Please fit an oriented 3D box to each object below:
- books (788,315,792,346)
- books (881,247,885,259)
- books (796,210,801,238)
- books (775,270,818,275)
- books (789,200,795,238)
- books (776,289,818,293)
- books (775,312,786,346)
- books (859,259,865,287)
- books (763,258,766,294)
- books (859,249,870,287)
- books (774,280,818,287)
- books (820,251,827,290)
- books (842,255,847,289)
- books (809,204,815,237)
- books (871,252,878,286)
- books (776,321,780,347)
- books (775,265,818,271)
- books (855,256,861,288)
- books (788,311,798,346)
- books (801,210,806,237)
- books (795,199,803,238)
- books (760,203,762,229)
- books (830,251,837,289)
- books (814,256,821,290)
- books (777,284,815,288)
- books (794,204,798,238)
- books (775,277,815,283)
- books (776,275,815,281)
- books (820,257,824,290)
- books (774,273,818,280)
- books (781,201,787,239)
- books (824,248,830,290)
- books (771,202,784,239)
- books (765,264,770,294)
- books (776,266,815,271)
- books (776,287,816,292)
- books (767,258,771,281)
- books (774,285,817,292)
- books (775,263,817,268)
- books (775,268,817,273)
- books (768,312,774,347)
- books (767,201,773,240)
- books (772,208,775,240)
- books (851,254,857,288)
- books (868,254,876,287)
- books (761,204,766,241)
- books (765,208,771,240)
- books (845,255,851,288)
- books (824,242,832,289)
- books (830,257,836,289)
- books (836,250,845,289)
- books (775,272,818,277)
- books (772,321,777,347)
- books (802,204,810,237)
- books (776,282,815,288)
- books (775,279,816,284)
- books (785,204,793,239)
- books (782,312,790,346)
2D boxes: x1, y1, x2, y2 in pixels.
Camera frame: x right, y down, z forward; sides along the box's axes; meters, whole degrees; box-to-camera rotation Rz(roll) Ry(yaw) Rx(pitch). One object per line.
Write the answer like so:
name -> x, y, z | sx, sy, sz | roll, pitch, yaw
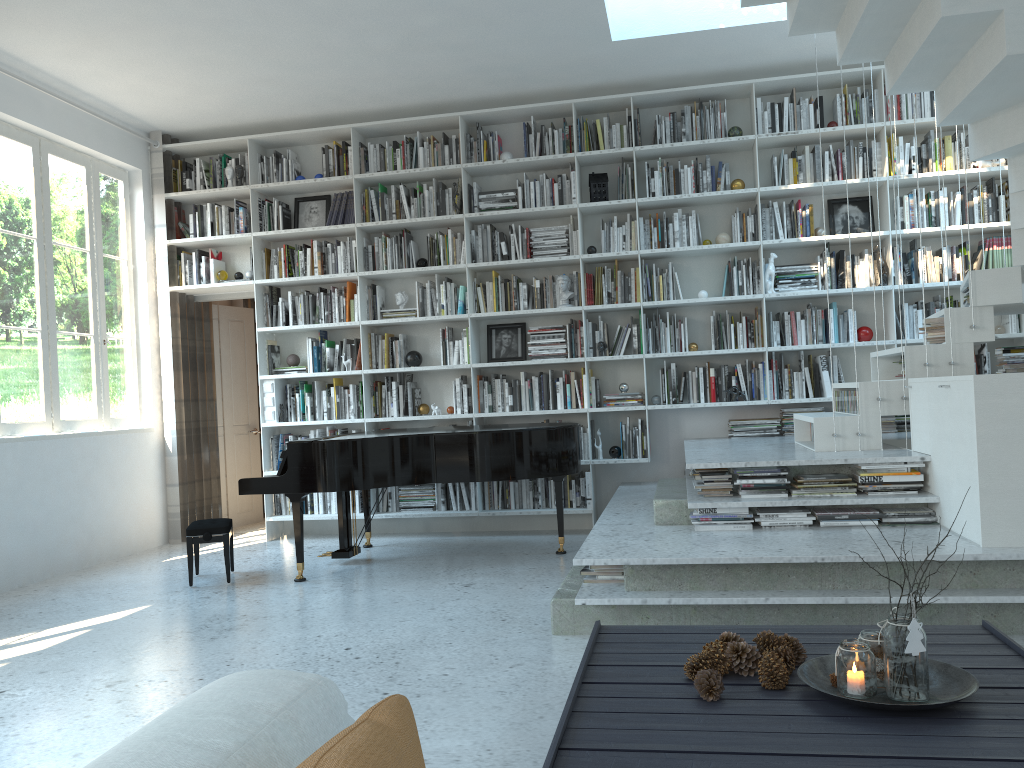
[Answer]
books -> 1.959, -0.372, 6.280 | 0.011, 0.223, 0.163 | -3, 0, 11
books -> 2.600, -0.803, 6.186 | 0.029, 0.283, 0.138 | -3, 0, 11
books -> 2.014, -1.104, 6.258 | 0.013, 0.207, 0.189 | -3, -1, 11
books -> 2.004, -0.782, 6.277 | 0.285, 0.012, 0.159 | -3, -1, 6
books -> 1.983, -1.142, 6.277 | 0.012, 0.287, 0.176 | -3, 0, 11
books -> 2.008, -0.649, 6.279 | 0.285, 0.012, 0.159 | -3, -1, 15
books -> 1.907, -0.380, 6.291 | 0.047, 0.244, 0.177 | -3, 0, 11
books -> 2.440, -0.760, 6.208 | 0.025, 0.213, 0.155 | -3, 0, 11
books -> 1.790, -0.755, 6.335 | 0.028, 0.270, 0.128 | -3, 0, 11
books -> 2.457, -0.790, 6.180 | 0.021, 0.271, 0.191 | -3, 0, 11
books -> 2.007, -0.709, 6.284 | 0.285, 0.012, 0.159 | -3, -1, 9
books -> 2.199, -0.783, 6.252 | 0.012, 0.285, 0.159 | -3, 0, 11
books -> 2.334, -0.786, 6.239 | 0.010, 0.278, 0.129 | -3, 0, 11
books -> 2.101, -1.127, 6.247 | 0.026, 0.243, 0.178 | -3, 0, 11
books -> 2.523, -0.785, 6.185 | 0.024, 0.255, 0.145 | -3, 0, 11
books -> 1.883, -0.349, 6.299 | 0.022, 0.184, 0.162 | -3, -1, 11
books -> 2.004, -0.818, 6.284 | 0.285, 0.012, 0.159 | -3, -1, 9
books -> 2.414, -0.769, 6.220 | 0.028, 0.235, 0.129 | -3, 0, 11
books -> 1.984, -0.385, 6.270 | 0.045, 0.246, 0.185 | -3, -1, 11
books -> 2.054, -1.109, 6.266 | 0.033, 0.213, 0.152 | -3, 0, 11
books -> 2.028, -1.143, 6.267 | 0.014, 0.285, 0.175 | -3, 0, 11
books -> 1.765, -1.130, 6.320 | 0.012, 0.285, 0.159 | -3, 0, 11
books -> 2.262, -0.784, 6.238 | 0.013, 0.280, 0.131 | -3, 0, 11
books -> 2.156, -0.766, 6.250 | 0.012, 0.254, 0.161 | -3, 0, 11
books -> 2.006, -0.685, 6.280 | 0.254, 0.012, 0.161 | -3, -1, 15
books -> 2.002, -1.133, 6.287 | 0.020, 0.267, 0.152 | -3, 0, 11
books -> 2.006, -0.734, 6.288 | 0.254, 0.012, 0.161 | -3, -1, 11
books -> 2.006, -0.746, 6.277 | 0.254, 0.012, 0.161 | -3, -1, 16
books -> 2.176, -0.763, 6.264 | 0.023, 0.247, 0.138 | -3, 0, 11
books -> 2.006, -0.758, 6.281 | 0.285, 0.012, 0.159 | -3, -1, 8
books -> 1.932, -1.138, 6.301 | 0.012, 0.285, 0.159 | -3, 0, 11
books -> 2.205, -0.792, 6.224 | 0.011, 0.300, 0.184 | -3, 0, 11
books -> 1.889, -1.138, 6.303 | 0.065, 0.289, 0.146 | -3, 0, 11
books -> 1.812, -0.732, 6.296 | 0.027, 0.221, 0.184 | -3, -1, 11
books -> 2.004, -0.806, 6.284 | 0.254, 0.012, 0.161 | -3, -1, 13
books -> 2.007, -0.661, 6.280 | 0.254, 0.012, 0.161 | -3, -1, 7
books -> 1.843, -0.756, 6.321 | 0.028, 0.267, 0.137 | -3, 0, 11
books -> 2.006, -0.673, 6.277 | 0.285, 0.012, 0.159 | -3, -1, 16
books -> 2.003, -0.830, 6.284 | 0.285, 0.012, 0.159 | -3, -1, 13
books -> 2.005, -0.794, 6.284 | 0.285, 0.012, 0.159 | -3, -1, 13
books -> 1.845, -0.381, 6.320 | 0.012, 0.254, 0.161 | -3, 0, 11
books -> 1.839, -1.141, 6.316 | 0.015, 0.301, 0.140 | -3, 0, 11
books -> 1.851, -1.116, 6.304 | 0.011, 0.248, 0.155 | -3, 0, 11
books -> 2.385, -0.775, 6.226 | 0.031, 0.250, 0.133 | -3, 0, 11
books -> 2.488, -0.776, 6.176 | 0.041, 0.239, 0.176 | -3, 0, 11
books -> 1.789, -1.130, 6.331 | 0.031, 0.284, 0.137 | -3, 0, 11
books -> 1.821, -1.117, 6.333 | 0.030, 0.253, 0.128 | -3, 0, 11
books -> 2.351, -0.770, 6.214 | 0.031, 0.242, 0.147 | -3, 0, 11
books -> 2.215, -0.812, 6.221 | 0.010, 0.339, 0.180 | -3, 0, 11
books -> 2.238, -0.761, 6.225 | 0.030, 0.236, 0.179 | -3, -1, 11
books -> 2.295, -0.787, 6.219 | 0.059, 0.282, 0.167 | -3, 0, 11
books -> 2.006, -0.770, 6.284 | 0.285, 0.012, 0.159 | -3, -1, 13
books -> 1.862, -0.349, 6.306 | 0.023, 0.186, 0.159 | -3, -1, 11
books -> 2.079, -1.130, 6.261 | 0.021, 0.253, 0.167 | -3, 0, 11
books -> 2.006, -0.697, 6.284 | 0.254, 0.012, 0.161 | -3, -1, 13
books -> 2.005, -0.722, 6.278 | 0.254, 0.012, 0.161 | -3, -1, 6
books -> 1.961, -1.132, 6.306 | 0.043, 0.269, 0.131 | -3, 0, 11
books -> 1.944, -0.383, 6.296 | 0.024, 0.247, 0.143 | -3, 0, 11
